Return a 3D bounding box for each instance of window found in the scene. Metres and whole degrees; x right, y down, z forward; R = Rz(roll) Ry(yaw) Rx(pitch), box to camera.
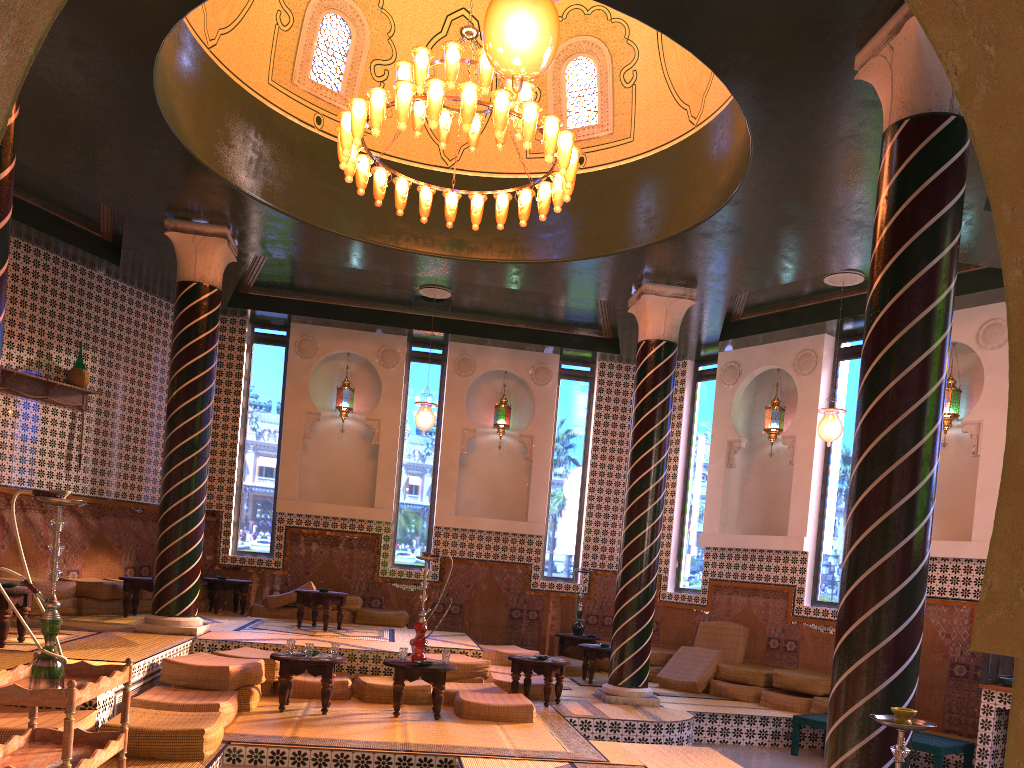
[{"bbox_3d":[1.048,1.831,16.646,0.776,4.015,0.090,5,1,-8],"label":"window"},{"bbox_3d":[5.186,1.506,13.436,0.092,4.015,0.765,4,1,-38],"label":"window"},{"bbox_3d":[-1.772,1.509,16.243,0.776,4.015,0.090,5,1,-8],"label":"window"},{"bbox_3d":[-4.593,1.188,15.839,0.776,4.015,0.090,5,1,-8],"label":"window"},{"bbox_3d":[3.433,1.830,15.684,0.092,4.015,0.765,4,1,-38],"label":"window"},{"bbox_3d":[-0.287,-4.336,8.831,5.721,1.160,5.630,-1,-13,28],"label":"window"}]

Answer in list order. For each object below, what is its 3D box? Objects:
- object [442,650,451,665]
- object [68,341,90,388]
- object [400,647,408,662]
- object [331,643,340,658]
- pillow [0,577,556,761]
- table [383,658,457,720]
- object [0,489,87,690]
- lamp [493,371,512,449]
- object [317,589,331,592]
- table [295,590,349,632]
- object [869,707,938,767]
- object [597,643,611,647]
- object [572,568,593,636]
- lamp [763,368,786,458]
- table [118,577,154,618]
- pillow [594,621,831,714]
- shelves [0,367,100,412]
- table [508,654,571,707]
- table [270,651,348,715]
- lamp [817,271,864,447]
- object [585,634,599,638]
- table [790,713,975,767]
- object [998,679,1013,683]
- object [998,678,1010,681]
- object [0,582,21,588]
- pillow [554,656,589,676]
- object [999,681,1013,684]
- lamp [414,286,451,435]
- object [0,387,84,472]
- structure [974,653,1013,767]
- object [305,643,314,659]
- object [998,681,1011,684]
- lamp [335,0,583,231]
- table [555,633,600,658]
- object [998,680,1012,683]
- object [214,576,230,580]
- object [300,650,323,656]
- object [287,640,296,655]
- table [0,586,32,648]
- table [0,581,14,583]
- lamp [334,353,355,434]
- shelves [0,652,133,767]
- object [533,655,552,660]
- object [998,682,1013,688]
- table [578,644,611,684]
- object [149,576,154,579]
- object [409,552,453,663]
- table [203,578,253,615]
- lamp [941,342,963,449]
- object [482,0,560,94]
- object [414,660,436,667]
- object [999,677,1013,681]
[{"bbox_3d":[-0.749,3.097,9.763,0.093,0.163,0.091,6,-2,-30],"label":"object"},{"bbox_3d":[-6.602,-0.296,13.184,0.299,0.724,0.303,4,-1,34],"label":"object"},{"bbox_3d":[-1.222,3.043,9.695,0.092,0.163,0.092,5,-2,-5],"label":"object"},{"bbox_3d":[-1.959,2.953,9.559,0.093,0.163,0.091,6,-2,-30],"label":"object"},{"bbox_3d":[-4.185,3.144,10.868,10.059,1.263,10.094,6,-12,-7],"label":"pillow"},{"bbox_3d":[-1.058,3.445,9.751,0.853,0.588,0.838,12,-10,-43],"label":"table"},{"bbox_3d":[-2.890,1.268,5.284,0.463,1.259,0.298,5,1,0],"label":"object"},{"bbox_3d":[-0.173,0.483,16.484,0.357,1.570,0.326,5,1,26],"label":"lamp"},{"bbox_3d":[-2.953,3.245,13.557,0.250,0.045,0.256,3,-11,7],"label":"object"},{"bbox_3d":[-3.005,3.562,13.565,0.837,0.588,0.854,4,-8,4],"label":"table"},{"bbox_3d":[2.080,2.262,4.354,0.845,1.267,0.350,7,-1,-37],"label":"object"},{"bbox_3d":[1.503,4.224,13.939,0.250,0.045,0.256,3,-11,7],"label":"object"},{"bbox_3d":[1.230,4.000,15.866,0.298,1.259,0.467,5,0,29],"label":"object"},{"bbox_3d":[4.436,0.469,14.565,0.363,1.570,0.321,4,1,-34],"label":"lamp"},{"bbox_3d":[-5.557,3.263,13.148,0.838,0.588,0.853,5,-8,-2],"label":"table"},{"bbox_3d":[3.370,4.487,14.107,1.426,1.192,5.764,10,-12,-37],"label":"pillow"},{"bbox_3d":[-7.378,-0.237,11.405,0.254,0.340,4.588,3,-11,23],"label":"shelves"},{"bbox_3d":[0.339,3.913,11.379,0.834,0.588,0.857,1,-8,28],"label":"table"},{"bbox_3d":[-2.258,3.298,9.523,0.844,0.588,0.847,7,-8,-17],"label":"table"},{"bbox_3d":[4.424,-0.297,11.784,0.522,2.327,0.515,5,1,-19],"label":"lamp"},{"bbox_3d":[1.458,4.608,15.787,0.250,0.045,0.256,3,-11,7],"label":"object"},{"bbox_3d":[4.704,4.738,11.106,0.866,0.613,2.003,10,-12,-37],"label":"table"},{"bbox_3d":[5.841,3.499,10.123,0.253,0.045,0.253,10,-13,-26],"label":"object"},{"bbox_3d":[5.842,3.491,10.123,0.250,0.045,0.256,-4,-14,37],"label":"object"},{"bbox_3d":[-5.200,2.078,8.896,0.250,0.045,0.256,3,-11,7],"label":"object"},{"bbox_3d":[0.831,4.924,15.040,0.991,0.277,0.951,13,-13,-36],"label":"pillow"},{"bbox_3d":[5.840,3.515,10.124,0.250,0.045,0.256,-5,-15,39],"label":"object"},{"bbox_3d":[-1.329,-0.336,13.904,0.522,2.327,0.515,5,1,-19],"label":"lamp"},{"bbox_3d":[-7.054,0.624,12.542,0.060,1.041,2.026,5,-8,23],"label":"object"},{"bbox_3d":[6.535,3.885,10.174,1.673,2.079,1.349,8,-4,-37],"label":"structure"},{"bbox_3d":[-2.192,2.884,9.325,0.093,0.163,0.091,6,-2,-30],"label":"object"},{"bbox_3d":[5.839,3.524,10.124,0.251,0.045,0.255,7,-12,-9],"label":"object"},{"bbox_3d":[-0.366,-4.314,8.691,2.470,4.622,2.482,5,-2,0],"label":"lamp"},{"bbox_3d":[1.186,4.934,15.923,0.837,0.588,0.854,5,-8,2],"label":"table"},{"bbox_3d":[5.841,3.507,10.124,0.250,0.045,0.256,4,-11,4],"label":"object"},{"bbox_3d":[-5.023,3.364,14.954,0.250,0.045,0.256,3,-11,7],"label":"object"},{"bbox_3d":[-2.230,2.997,9.602,0.250,0.045,0.256,-4,-14,37],"label":"object"},{"bbox_3d":[-2.433,2.899,9.492,0.091,0.163,0.093,3,-2,40],"label":"object"},{"bbox_3d":[-5.365,2.379,8.881,0.835,0.588,0.856,0,-9,32],"label":"table"},{"bbox_3d":[-5.955,2.459,9.498,0.835,0.588,0.856,0,-9,32],"label":"table"},{"bbox_3d":[-3.094,0.146,16.045,0.322,1.570,0.362,5,1,26],"label":"lamp"},{"bbox_3d":[-2.978,2.433,5.519,0.748,1.290,1.198,5,-5,-6],"label":"shelves"},{"bbox_3d":[0.398,3.578,11.284,0.253,0.045,0.253,10,-12,-22],"label":"object"},{"bbox_3d":[5.839,3.532,10.124,0.250,0.045,0.256,3,-11,7],"label":"object"},{"bbox_3d":[1.463,4.558,14.003,0.853,0.588,0.838,12,-10,-43],"label":"table"},{"bbox_3d":[-5.395,2.950,13.131,0.250,0.045,0.256,3,-11,7],"label":"object"},{"bbox_3d":[-0.926,2.526,9.726,0.461,1.258,0.301,5,1,8],"label":"object"},{"bbox_3d":[-4.988,3.722,15.111,0.835,0.588,0.856,3,-8,10],"label":"table"},{"bbox_3d":[6.227,0.144,12.297,0.360,1.570,0.324,5,1,6],"label":"lamp"},{"bbox_3d":[0.113,-2.377,3.599,0.522,2.327,0.515,5,1,-19],"label":"object"},{"bbox_3d":[-0.958,3.088,9.525,0.250,0.045,0.256,-4,-14,37],"label":"object"},{"bbox_3d":[5.843,3.482,10.123,0.252,0.045,0.254,8,-12,-16],"label":"object"}]
